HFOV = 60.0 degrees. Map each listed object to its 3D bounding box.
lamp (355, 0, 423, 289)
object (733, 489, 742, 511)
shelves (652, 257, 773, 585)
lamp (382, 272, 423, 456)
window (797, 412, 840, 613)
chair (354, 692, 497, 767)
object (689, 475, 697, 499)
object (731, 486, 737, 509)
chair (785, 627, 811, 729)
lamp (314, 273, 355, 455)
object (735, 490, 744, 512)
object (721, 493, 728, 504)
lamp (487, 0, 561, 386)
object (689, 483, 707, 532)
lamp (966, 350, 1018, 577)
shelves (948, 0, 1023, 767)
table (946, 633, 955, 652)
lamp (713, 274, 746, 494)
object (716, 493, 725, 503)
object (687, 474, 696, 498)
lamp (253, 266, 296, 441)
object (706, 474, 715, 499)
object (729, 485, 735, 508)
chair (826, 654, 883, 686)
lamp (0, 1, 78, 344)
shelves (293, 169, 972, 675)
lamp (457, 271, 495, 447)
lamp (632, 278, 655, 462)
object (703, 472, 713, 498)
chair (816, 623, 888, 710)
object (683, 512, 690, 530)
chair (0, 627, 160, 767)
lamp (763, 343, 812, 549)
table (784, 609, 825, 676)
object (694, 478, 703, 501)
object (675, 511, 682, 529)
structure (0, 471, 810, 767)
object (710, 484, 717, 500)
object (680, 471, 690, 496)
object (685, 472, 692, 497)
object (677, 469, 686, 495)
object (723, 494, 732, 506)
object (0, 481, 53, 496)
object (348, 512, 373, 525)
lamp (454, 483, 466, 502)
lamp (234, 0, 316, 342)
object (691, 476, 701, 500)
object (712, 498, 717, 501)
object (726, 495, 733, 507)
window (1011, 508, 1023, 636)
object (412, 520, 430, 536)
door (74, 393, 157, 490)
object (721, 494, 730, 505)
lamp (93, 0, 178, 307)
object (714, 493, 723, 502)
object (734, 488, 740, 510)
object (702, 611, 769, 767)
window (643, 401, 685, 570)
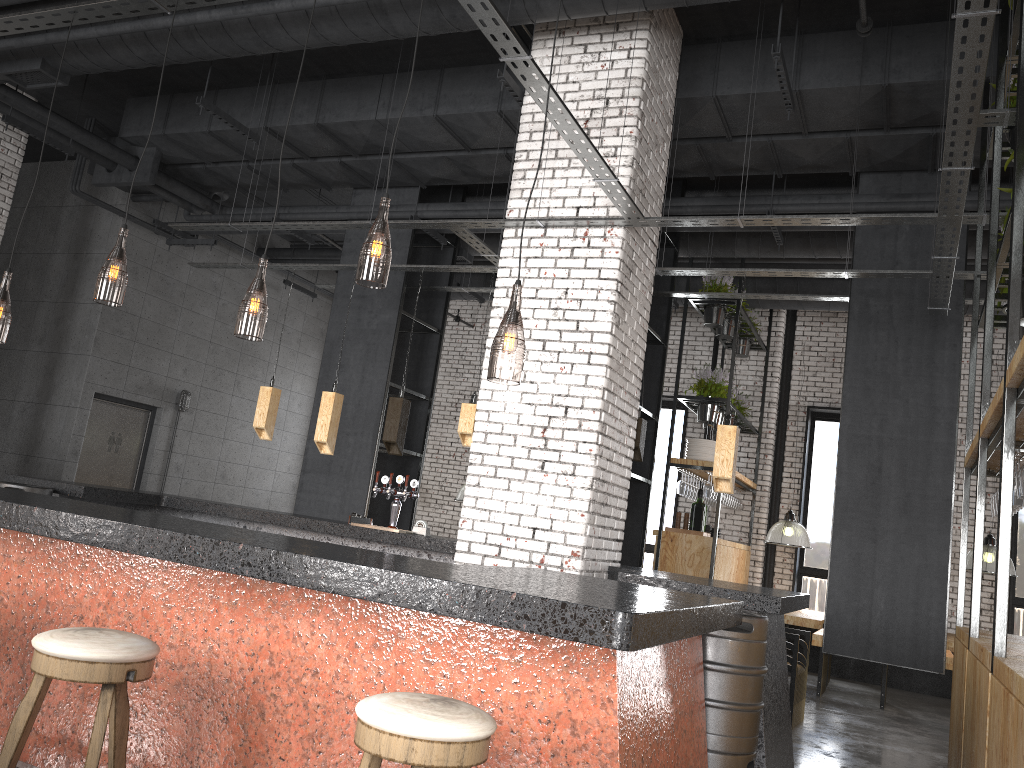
[{"bbox_3d":[-0.360,-1.113,3.107,0.108,1.604,0.108,15,-12,-33],"label":"lamp"},{"bbox_3d":[2.824,1.447,11.099,0.100,0.268,0.101,15,-12,-34],"label":"object"},{"bbox_3d":[2.422,0.750,10.539,0.690,5.036,2.323,4,-11,24],"label":"shelves"},{"bbox_3d":[-0.845,-0.200,7.151,0.127,1.552,0.127,4,-11,24],"label":"lamp"},{"bbox_3d":[4.153,1.701,11.499,0.749,2.708,0.363,4,-11,24],"label":"window"},{"bbox_3d":[-0.205,1.155,2.055,0.438,0.808,0.479,11,-10,-16],"label":"chair"},{"bbox_3d":[2.062,1.172,10.081,0.101,0.268,0.101,14,-11,-28],"label":"object"},{"bbox_3d":[2.708,1.388,10.836,0.100,0.268,0.101,15,-12,-34],"label":"object"},{"bbox_3d":[2.084,2.396,7.393,0.639,0.733,0.654,3,-11,27],"label":"chair"},{"bbox_3d":[-1.440,-0.213,7.416,0.127,1.612,0.127,4,-11,24],"label":"lamp"},{"bbox_3d":[2.882,1.477,11.231,0.100,0.268,0.101,15,-12,-34],"label":"object"},{"bbox_3d":[2.438,1.250,10.225,0.101,0.268,0.101,14,-11,-28],"label":"object"},{"bbox_3d":[0.088,-0.787,2.830,0.108,1.604,0.108,15,-12,-33],"label":"lamp"},{"bbox_3d":[2.004,1.331,9.498,0.157,0.556,0.105,4,-11,24],"label":"object"},{"bbox_3d":[5.156,0.802,9.491,0.535,2.414,0.536,14,-12,-29],"label":"lamp"},{"bbox_3d":[2.410,-0.353,3.713,0.690,5.036,3.645,4,-11,24],"label":"shelves"},{"bbox_3d":[4.941,3.075,9.132,1.001,0.766,2.108,4,-10,25],"label":"table"},{"bbox_3d":[1.517,-0.031,6.070,0.127,1.552,0.127,4,-11,24],"label":"lamp"},{"bbox_3d":[2.380,1.220,10.094,0.101,0.268,0.101,14,-11,-28],"label":"object"},{"bbox_3d":[2.004,1.142,9.950,0.101,0.268,0.101,14,-11,-28],"label":"object"},{"bbox_3d":[-2.027,-0.285,7.691,0.127,1.552,0.127,4,-11,24],"label":"lamp"},{"bbox_3d":[2.147,1.102,9.568,0.101,0.268,0.101,14,-11,-28],"label":"object"},{"bbox_3d":[2.650,1.358,10.705,0.101,0.268,0.101,14,-11,-28],"label":"object"},{"bbox_3d":[3.952,3.114,10.161,0.639,0.733,0.654,4,-11,23],"label":"chair"},{"bbox_3d":[-2.095,-0.962,3.899,0.108,1.604,0.108,7,-10,6],"label":"lamp"},{"bbox_3d":[0.931,-0.107,8.544,6.150,4.382,0.999,4,-11,24],"label":"shelves"},{"bbox_3d":[-0.246,-0.220,6.892,0.127,1.425,0.127,4,-11,24],"label":"lamp"},{"bbox_3d":[0.937,-0.147,6.354,0.127,1.400,0.127,4,-11,24],"label":"lamp"},{"bbox_3d":[2.093,1.074,9.444,0.101,0.268,0.101,14,-11,-28],"label":"object"},{"bbox_3d":[3.559,2.906,9.224,0.639,0.733,0.654,4,-11,25],"label":"chair"},{"bbox_3d":[1.917,1.533,9.766,0.056,0.250,0.055,5,-11,17],"label":"object"},{"bbox_3d":[-1.288,1.099,2.496,0.439,0.808,0.479,8,-10,4],"label":"chair"},{"bbox_3d":[3.316,0.669,10.332,0.535,2.414,0.536,14,-12,-29],"label":"lamp"},{"bbox_3d":[3.023,2.937,10.009,1.001,0.766,2.108,4,-10,25],"label":"table"},{"bbox_3d":[2.178,1.231,10.344,0.101,0.268,0.101,14,-11,-28],"label":"object"},{"bbox_3d":[1.838,1.528,9.802,0.056,0.250,0.055,5,-11,17],"label":"object"},{"bbox_3d":[-1.560,1.109,5.103,5.879,1.539,4.293,4,-10,25],"label":"structure"},{"bbox_3d":[2.205,1.131,9.699,0.101,0.268,0.101,14,-11,-28],"label":"object"},{"bbox_3d":[1.887,1.083,9.686,0.101,0.268,0.101,14,-11,-28],"label":"object"},{"bbox_3d":[1.945,1.113,9.818,0.101,0.268,0.101,14,-11,-28],"label":"object"},{"bbox_3d":[1.833,1.055,9.563,0.101,0.268,0.101,14,-11,-28],"label":"object"},{"bbox_3d":[2.545,1.305,10.467,0.101,0.268,0.101,14,-11,-28],"label":"object"},{"bbox_3d":[-3.639,1.245,6.411,0.398,1.039,0.397,14,-12,-29],"label":"object"},{"bbox_3d":[-1.149,1.033,6.756,0.177,0.091,0.090,8,-10,0],"label":"object"},{"bbox_3d":[-0.329,0.389,11.882,0.535,2.414,0.536,14,-12,-29],"label":"lamp"},{"bbox_3d":[-0.872,-0.883,3.406,0.108,1.466,0.108,9,-10,-3],"label":"lamp"},{"bbox_3d":[2.120,1.202,10.213,0.101,0.268,0.101,14,-11,-28],"label":"object"},{"bbox_3d":[2.263,1.161,9.831,0.101,0.268,0.101,14,-11,-28],"label":"object"},{"bbox_3d":[2.595,1.331,10.581,0.101,0.268,0.101,14,-11,-28],"label":"object"},{"bbox_3d":[6.350,1.859,10.494,0.749,2.708,0.363,4,-11,24],"label":"window"},{"bbox_3d":[-0.364,1.097,6.490,0.767,0.106,0.200,4,-10,25],"label":"object"},{"bbox_3d":[-5.012,1.213,10.840,0.158,2.110,1.115,4,-11,24],"label":"door"},{"bbox_3d":[2.493,1.278,10.350,0.101,0.268,0.101,14,-11,-28],"label":"object"},{"bbox_3d":[-1.461,-1.094,3.587,0.108,1.604,0.108,15,-12,-33],"label":"lamp"},{"bbox_3d":[2.321,1.191,9.962,0.101,0.268,0.101,14,-11,-28],"label":"object"},{"bbox_3d":[2.766,1.418,10.968,0.100,0.268,0.101,15,-12,-34],"label":"object"},{"bbox_3d":[0.778,1.420,3.513,0.398,1.039,0.397,14,-12,-29],"label":"object"},{"bbox_3d":[1.992,1.545,12.488,0.749,2.708,0.363,4,-11,24],"label":"window"}]
